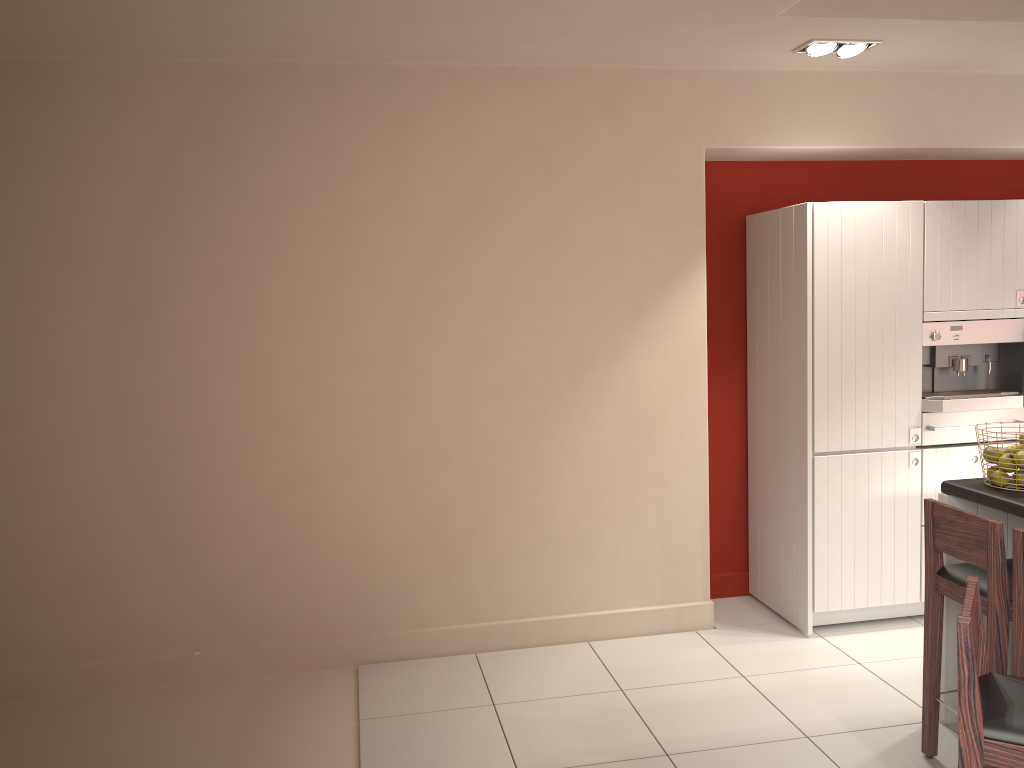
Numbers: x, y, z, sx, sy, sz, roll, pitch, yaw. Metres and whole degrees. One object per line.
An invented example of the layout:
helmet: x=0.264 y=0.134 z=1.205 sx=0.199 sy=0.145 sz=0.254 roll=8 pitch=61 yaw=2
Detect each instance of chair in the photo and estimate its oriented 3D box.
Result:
chair: x=1.939 y=0.986 z=2.833 sx=0.474 sy=1.007 sz=0.383 roll=-3 pitch=5 yaw=-8
chair: x=1.856 y=0.945 z=3.285 sx=0.474 sy=1.007 sz=0.383 roll=-3 pitch=5 yaw=-10
chair: x=1.394 y=1.061 z=2.238 sx=0.474 sy=1.007 sz=0.383 roll=1 pitch=6 yaw=30

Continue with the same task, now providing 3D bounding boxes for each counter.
counter: x=2.646 y=0.478 z=2.792 sx=1.415 sy=0.050 sz=2.055 roll=-3 pitch=6 yaw=-10

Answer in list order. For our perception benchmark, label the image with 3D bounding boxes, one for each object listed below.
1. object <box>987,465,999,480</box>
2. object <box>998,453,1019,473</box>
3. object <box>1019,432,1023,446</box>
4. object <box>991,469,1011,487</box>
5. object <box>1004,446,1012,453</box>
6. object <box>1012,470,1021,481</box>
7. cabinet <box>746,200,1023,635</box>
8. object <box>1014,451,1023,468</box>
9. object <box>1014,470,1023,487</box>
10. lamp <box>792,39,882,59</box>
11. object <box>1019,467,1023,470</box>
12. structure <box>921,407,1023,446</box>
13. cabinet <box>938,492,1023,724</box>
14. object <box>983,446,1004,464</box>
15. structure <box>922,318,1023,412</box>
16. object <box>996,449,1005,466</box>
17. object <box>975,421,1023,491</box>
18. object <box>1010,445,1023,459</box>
object: x=1.952 y=0.362 z=3.575 sx=0.068 sy=0.068 sz=0.068 roll=-2 pitch=5 yaw=1
object: x=1.969 y=0.314 z=3.515 sx=0.076 sy=0.077 sz=0.076 roll=3 pitch=7 yaw=44
object: x=2.043 y=0.222 z=3.497 sx=0.078 sy=0.080 sz=0.078 roll=-3 pitch=5 yaw=-10
object: x=1.925 y=0.371 z=3.491 sx=0.068 sy=0.068 sz=0.068 roll=-2 pitch=5 yaw=1
object: x=2.011 y=0.278 z=3.562 sx=0.062 sy=0.061 sz=0.057 roll=-1 pitch=5 yaw=4
object: x=2.030 y=0.371 z=3.541 sx=0.053 sy=0.054 sz=0.055 roll=-2 pitch=5 yaw=-6
cabinet: x=2.719 y=0.111 z=5.133 sx=2.557 sy=2.249 sz=0.717 roll=-3 pitch=5 yaw=-10
object: x=1.977 y=0.292 z=3.426 sx=0.067 sy=0.068 sz=0.067 roll=3 pitch=7 yaw=42
object: x=2.005 y=0.370 z=3.469 sx=0.068 sy=0.068 sz=0.068 roll=-2 pitch=5 yaw=1
lamp: x=1.572 y=-1.648 z=4.295 sx=0.361 sy=0.103 sz=0.199 roll=-3 pitch=5 yaw=-10
object: x=2.070 y=0.325 z=3.565 sx=0.064 sy=0.060 sz=0.064 roll=-3 pitch=6 yaw=-15
structure: x=2.471 y=0.225 z=4.747 sx=0.617 sy=0.177 sz=0.129 roll=-3 pitch=5 yaw=-10
cabinet: x=2.662 y=1.007 z=2.846 sx=1.423 sy=1.010 sz=2.035 roll=-3 pitch=5 yaw=-10
object: x=1.942 y=0.287 z=3.577 sx=0.076 sy=0.068 sz=0.077 roll=-3 pitch=6 yaw=-17
structure: x=2.433 y=-0.116 z=4.871 sx=0.623 sy=0.470 sz=0.453 roll=-3 pitch=5 yaw=-10
object: x=2.002 y=0.304 z=3.608 sx=0.076 sy=0.077 sz=0.076 roll=3 pitch=7 yaw=44
object: x=2.018 y=0.285 z=3.507 sx=0.341 sy=0.232 sz=0.341 roll=0 pitch=6 yaw=23
object: x=1.990 y=0.268 z=3.483 sx=0.062 sy=0.061 sz=0.057 roll=-1 pitch=5 yaw=4
